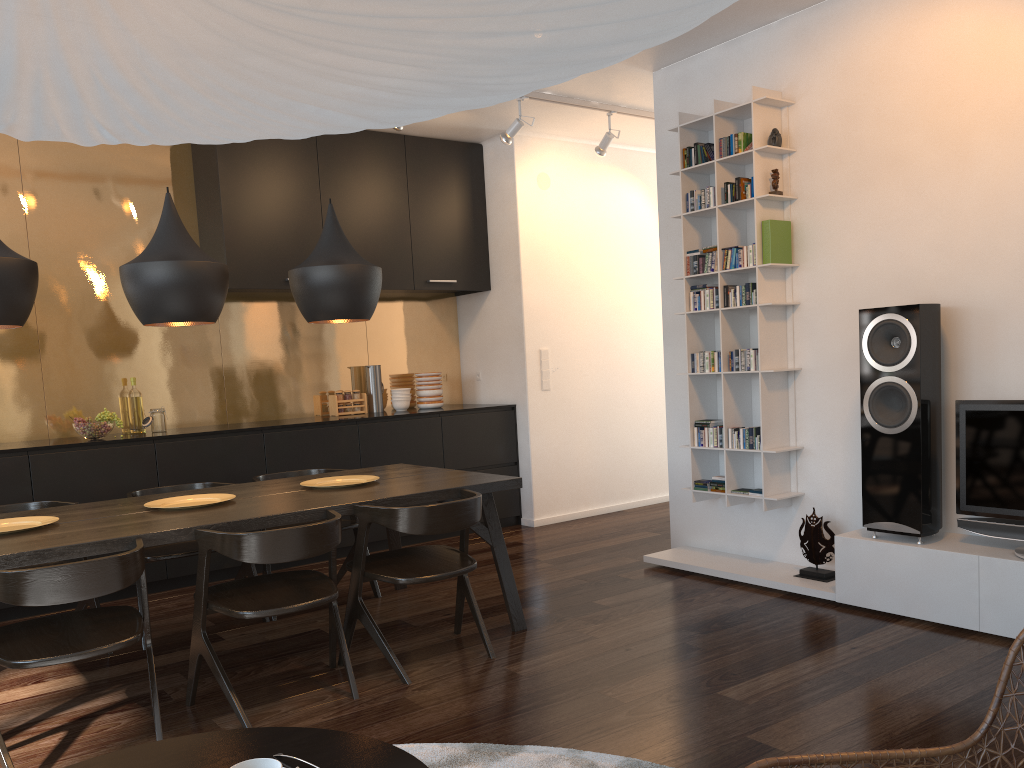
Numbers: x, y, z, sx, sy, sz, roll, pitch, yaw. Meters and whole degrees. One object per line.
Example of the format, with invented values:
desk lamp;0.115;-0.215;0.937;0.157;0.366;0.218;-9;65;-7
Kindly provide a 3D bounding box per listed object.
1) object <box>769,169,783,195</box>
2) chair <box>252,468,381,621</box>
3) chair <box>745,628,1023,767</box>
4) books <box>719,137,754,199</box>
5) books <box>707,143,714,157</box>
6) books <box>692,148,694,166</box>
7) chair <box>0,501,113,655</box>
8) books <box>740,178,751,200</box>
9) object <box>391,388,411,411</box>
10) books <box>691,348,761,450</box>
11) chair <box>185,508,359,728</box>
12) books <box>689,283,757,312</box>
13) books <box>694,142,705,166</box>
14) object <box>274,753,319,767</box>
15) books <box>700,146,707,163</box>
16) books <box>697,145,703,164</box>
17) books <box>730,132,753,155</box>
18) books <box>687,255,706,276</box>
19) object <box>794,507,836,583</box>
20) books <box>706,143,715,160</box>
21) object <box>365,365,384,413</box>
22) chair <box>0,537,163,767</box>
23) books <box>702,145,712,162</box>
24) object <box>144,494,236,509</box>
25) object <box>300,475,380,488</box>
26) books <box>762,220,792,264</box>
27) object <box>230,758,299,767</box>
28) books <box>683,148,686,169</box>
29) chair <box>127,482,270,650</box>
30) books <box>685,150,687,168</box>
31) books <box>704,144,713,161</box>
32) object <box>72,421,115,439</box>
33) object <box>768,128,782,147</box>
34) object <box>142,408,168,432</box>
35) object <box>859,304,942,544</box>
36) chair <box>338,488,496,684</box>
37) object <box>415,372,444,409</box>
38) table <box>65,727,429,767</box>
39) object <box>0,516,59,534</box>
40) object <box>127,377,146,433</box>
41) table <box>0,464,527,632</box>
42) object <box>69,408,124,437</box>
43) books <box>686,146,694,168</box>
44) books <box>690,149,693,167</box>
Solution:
object;1.292;-0.985;4.332;0.045;0.141;0.064;2;7;45
chair;-1.065;0.805;4.605;0.591;0.675;0.519;-6;5;-37
chair;0.702;0.747;1.262;0.685;0.714;0.715;-3;3;-4
books;1.159;-1.078;4.425;0.107;0.335;0.228;-7;5;-36
books;1.041;-1.185;4.519;0.068;0.099;0.057;-6;5;-36
books;0.970;-1.180;4.618;0.069;0.093;0.014;-6;6;-36
chair;-2.143;0.881;3.855;0.590;0.675;0.519;-6;5;-40
books;1.164;-0.964;4.394;0.068;0.108;0.016;-6;6;-36
object;-0.809;0.114;6.462;0.157;0.161;0.153;-4;3;-8
books;1.153;0.078;4.632;0.122;0.514;0.469;-7;5;-36
chair;-0.862;0.824;3.225;0.591;0.675;0.519;-6;5;-35
books;1.128;-0.449;4.583;0.122;0.113;0.467;-6;3;-36
books;0.981;-1.191;4.600;0.074;0.116;0.029;-6;6;-36
object;-0.379;0.685;1.601;0.168;0.015;0.014;-2;3;41
books;1.006;-1.181;4.567;0.069;0.094;0.028;-6;6;-36
books;0.994;-1.184;4.581;0.074;0.100;0.019;-6;6;-36
books;1.175;-1.192;4.384;0.101;0.111;0.160;-6;4;-36
books;0.996;-0.630;4.704;0.095;0.105;0.101;-6;4;-36
object;1.485;0.773;4.314;0.121;0.353;0.212;-7;6;-36
books;1.036;-1.184;4.527;0.068;0.099;0.057;-6;5;-36
object;-0.981;0.035;6.401;0.164;0.342;0.114;-6;6;-33
chair;-1.407;0.863;2.821;0.591;0.675;0.519;-6;5;-37
books;1.019;-1.181;4.547;0.069;0.091;0.046;-6;5;-36
object;-1.318;0.485;3.627;0.356;0.017;0.354;-2;1;35
object;-0.781;0.447;4.018;0.354;0.017;0.355;-4;1;-33
books;1.308;-0.695;4.367;0.165;0.215;0.049;-6;6;-36
object;-0.397;0.662;1.452;0.138;0.069;0.091;-4;3;-24
books;0.931;-1.186;4.671;0.068;0.108;0.016;-6;6;-36
chair;-1.554;0.840;4.249;0.591;0.675;0.519;-6;5;-38
books;0.939;-1.179;4.658;0.069;0.093;0.014;-6;6;-36
books;1.030;-1.184;4.534;0.068;0.099;0.057;-6;5;-36
object;-2.355;0.263;4.990;0.219;0.097;0.217;-3;2;11
object;1.283;-1.195;4.313;0.064;0.101;0.059;-1;5;30
object;-2.161;0.216;5.361;0.088;0.152;0.176;-1;4;31
object;1.712;0.170;3.831;0.279;1.009;0.294;-7;6;-36
chair;-0.369;0.788;3.584;0.591;0.675;0.519;-6;5;-38
object;-0.614;0.048;6.574;0.198;0.266;0.197;-1;4;28
table;-0.507;0.941;1.393;0.844;0.475;0.846;-5;3;-34
object;-1.855;0.523;3.236;0.354;0.017;0.355;-4;1;-33
object;-2.316;0.129;5.441;0.092;0.341;0.091;-1;6;21
table;-1.263;0.832;3.639;2.491;0.683;1.105;-4;3;-36
object;-2.340;0.224;4.982;0.178;0.174;0.238;-1;4;39
books;0.947;-1.187;4.641;0.068;0.108;0.023;-6;6;-36
books;0.961;-1.179;4.628;0.069;0.093;0.014;-6;6;-36
